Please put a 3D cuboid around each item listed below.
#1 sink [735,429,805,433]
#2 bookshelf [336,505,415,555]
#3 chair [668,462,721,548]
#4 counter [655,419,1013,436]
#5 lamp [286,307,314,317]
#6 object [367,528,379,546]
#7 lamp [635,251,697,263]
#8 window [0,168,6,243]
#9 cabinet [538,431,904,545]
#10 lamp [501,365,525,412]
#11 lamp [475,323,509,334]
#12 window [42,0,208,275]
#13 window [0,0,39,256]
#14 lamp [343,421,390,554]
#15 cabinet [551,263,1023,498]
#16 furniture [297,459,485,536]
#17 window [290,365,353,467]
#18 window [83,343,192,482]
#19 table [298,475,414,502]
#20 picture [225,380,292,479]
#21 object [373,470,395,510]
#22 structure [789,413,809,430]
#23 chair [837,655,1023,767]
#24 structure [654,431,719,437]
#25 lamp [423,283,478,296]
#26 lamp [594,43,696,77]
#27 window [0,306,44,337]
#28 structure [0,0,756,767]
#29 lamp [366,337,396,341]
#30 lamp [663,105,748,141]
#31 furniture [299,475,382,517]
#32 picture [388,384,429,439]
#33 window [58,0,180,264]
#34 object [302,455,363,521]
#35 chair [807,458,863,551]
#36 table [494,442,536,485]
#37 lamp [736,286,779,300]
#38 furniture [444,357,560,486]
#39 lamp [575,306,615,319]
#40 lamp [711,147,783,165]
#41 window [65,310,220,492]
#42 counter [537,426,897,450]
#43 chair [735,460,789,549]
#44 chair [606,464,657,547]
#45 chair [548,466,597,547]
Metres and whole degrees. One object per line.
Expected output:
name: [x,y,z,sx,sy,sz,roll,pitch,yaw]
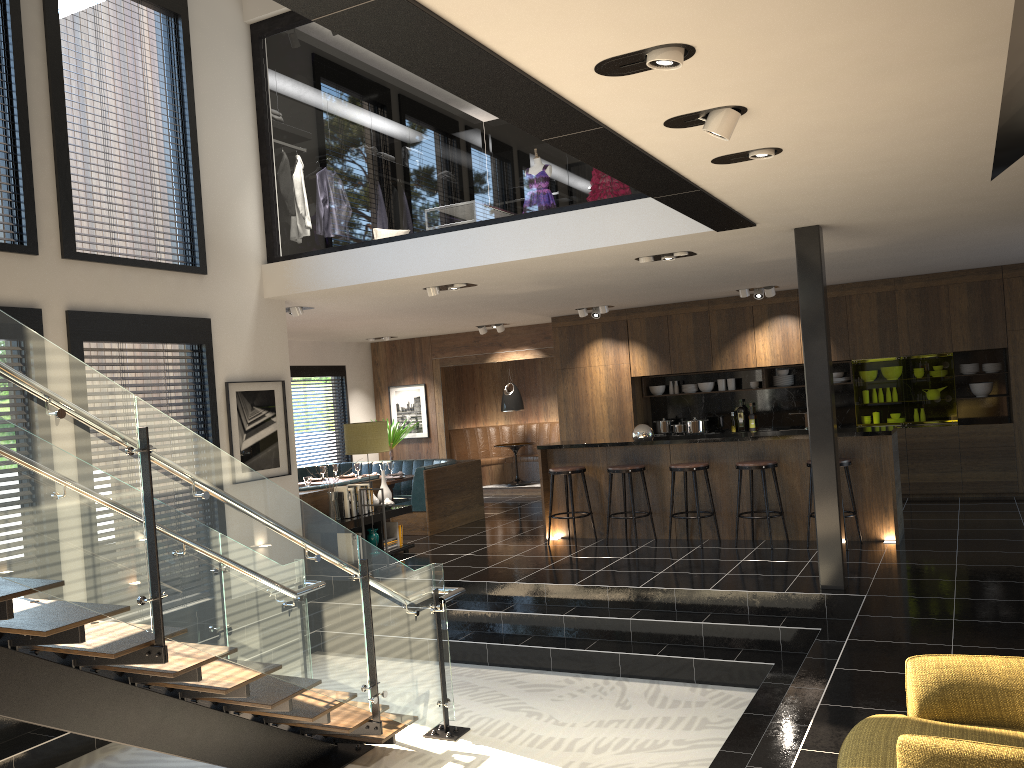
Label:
sink: [3.423,0.701,11.887,0.933,0.119,0.466,-5,-1,27]
bookshelf: [-1.530,1.594,9.170,0.356,0.500,1.303,-4,-1,27]
chair: [1.786,1.194,8.807,0.413,0.799,0.412,-4,0,36]
counter: [3.961,0.606,11.696,4.593,0.005,0.862,-5,-1,27]
lamp: [-2.383,-0.825,9.493,0.502,0.248,0.349,-4,-1,27]
object: [-1.434,1.629,9.171,0.125,0.258,0.125,-4,0,23]
lamp: [1.313,-1.145,7.588,0.502,0.194,0.349,-4,-1,27]
window: [-4.007,-2.121,5.849,0.005,2.297,1.220,-4,0,27]
cabinet: [2.056,1.079,9.165,3.565,0.994,0.698,-5,0,27]
lamp: [-0.022,-0.042,14.466,0.389,0.974,0.389,-4,0,-19]
lamp: [-0.295,-0.910,13.569,0.502,0.280,0.349,-4,0,27]
window: [-3.225,-2.161,7.220,0.358,2.475,1.392,-4,0,27]
window: [-3.947,-2.126,5.810,0.358,2.475,1.392,-4,0,27]
lamp: [-1.471,1.104,8.672,0.637,1.445,0.437,-4,0,-37]
cabinet: [3.921,0.122,11.692,6.895,2.690,0.869,-4,0,27]
furniture: [-1.855,1.481,11.782,2.610,0.822,1.364,-5,-1,27]
window: [-3.169,0.863,14.195,0.312,2.373,1.504,-4,0,27]
window: [-3.077,0.691,7.262,0.005,2.297,1.220,-4,0,27]
table: [-1.981,1.569,11.544,1.539,0.661,0.822,-4,-1,27]
picture: [-2.335,0.429,8.200,0.028,0.911,0.748,-4,0,27]
object: [-1.421,1.141,9.573,0.319,0.398,0.316,-4,0,3]
structure: [3.758,0.502,11.638,0.243,0.231,0.173,-4,0,27]
chair: [1.430,0.987,2.433,1.031,1.097,0.807,-4,0,26]
structure: [2.417,0.703,12.424,0.877,0.046,0.533,-5,-1,27]
lamp: [-0.601,-0.975,8.575,0.502,0.231,0.349,-4,-1,27]
lamp: [0.439,-1.131,2.970,0.346,0.177,0.195,-4,0,27]
window: [-3.767,0.723,5.759,0.358,2.475,1.498,-4,0,27]
structure: [-1.117,0.254,3.707,3.449,4.868,7.277,-4,0,26]
lamp: [-2.136,-0.798,14.517,0.502,0.213,0.349,-4,-1,27]
lamp: [0.795,-1.113,3.660,0.346,0.247,0.195,-4,0,27]
furniture: [-2.877,1.532,9.875,2.610,0.822,1.364,-5,-1,27]
picture: [-1.760,0.473,15.078,0.749,0.911,0.028,-4,0,27]
window: [-3.284,-2.156,7.259,0.005,2.297,1.220,-4,0,27]
object: [-1.752,0.982,8.778,0.607,0.744,0.406,-4,0,-13]
chair: [2.958,1.101,8.204,0.413,0.799,0.412,-4,0,36]
table: [0.072,1.304,14.485,0.702,0.644,0.702,-4,0,2]
lamp: [3.026,-1.186,10.926,0.502,0.280,0.349,-4,0,27]
furniture: [0.220,0.482,14.898,2.639,2.335,1.174,-4,0,27]
lamp: [1.112,-1.027,11.913,0.502,0.294,0.349,-4,0,27]
lamp: [1.146,-1.174,4.350,0.346,0.158,0.195,-4,0,27]
window: [-3.017,0.686,7.223,0.358,2.475,1.392,-4,0,27]
counter: [2.017,0.561,9.165,3.575,0.041,0.698,-5,-1,27]
chair: [2.372,1.148,8.506,0.413,0.799,0.412,-4,0,36]
chair: [1.201,1.241,9.109,0.413,0.799,0.412,-4,0,36]
chair: [0.615,1.287,9.411,0.413,0.799,0.412,-4,0,36]
